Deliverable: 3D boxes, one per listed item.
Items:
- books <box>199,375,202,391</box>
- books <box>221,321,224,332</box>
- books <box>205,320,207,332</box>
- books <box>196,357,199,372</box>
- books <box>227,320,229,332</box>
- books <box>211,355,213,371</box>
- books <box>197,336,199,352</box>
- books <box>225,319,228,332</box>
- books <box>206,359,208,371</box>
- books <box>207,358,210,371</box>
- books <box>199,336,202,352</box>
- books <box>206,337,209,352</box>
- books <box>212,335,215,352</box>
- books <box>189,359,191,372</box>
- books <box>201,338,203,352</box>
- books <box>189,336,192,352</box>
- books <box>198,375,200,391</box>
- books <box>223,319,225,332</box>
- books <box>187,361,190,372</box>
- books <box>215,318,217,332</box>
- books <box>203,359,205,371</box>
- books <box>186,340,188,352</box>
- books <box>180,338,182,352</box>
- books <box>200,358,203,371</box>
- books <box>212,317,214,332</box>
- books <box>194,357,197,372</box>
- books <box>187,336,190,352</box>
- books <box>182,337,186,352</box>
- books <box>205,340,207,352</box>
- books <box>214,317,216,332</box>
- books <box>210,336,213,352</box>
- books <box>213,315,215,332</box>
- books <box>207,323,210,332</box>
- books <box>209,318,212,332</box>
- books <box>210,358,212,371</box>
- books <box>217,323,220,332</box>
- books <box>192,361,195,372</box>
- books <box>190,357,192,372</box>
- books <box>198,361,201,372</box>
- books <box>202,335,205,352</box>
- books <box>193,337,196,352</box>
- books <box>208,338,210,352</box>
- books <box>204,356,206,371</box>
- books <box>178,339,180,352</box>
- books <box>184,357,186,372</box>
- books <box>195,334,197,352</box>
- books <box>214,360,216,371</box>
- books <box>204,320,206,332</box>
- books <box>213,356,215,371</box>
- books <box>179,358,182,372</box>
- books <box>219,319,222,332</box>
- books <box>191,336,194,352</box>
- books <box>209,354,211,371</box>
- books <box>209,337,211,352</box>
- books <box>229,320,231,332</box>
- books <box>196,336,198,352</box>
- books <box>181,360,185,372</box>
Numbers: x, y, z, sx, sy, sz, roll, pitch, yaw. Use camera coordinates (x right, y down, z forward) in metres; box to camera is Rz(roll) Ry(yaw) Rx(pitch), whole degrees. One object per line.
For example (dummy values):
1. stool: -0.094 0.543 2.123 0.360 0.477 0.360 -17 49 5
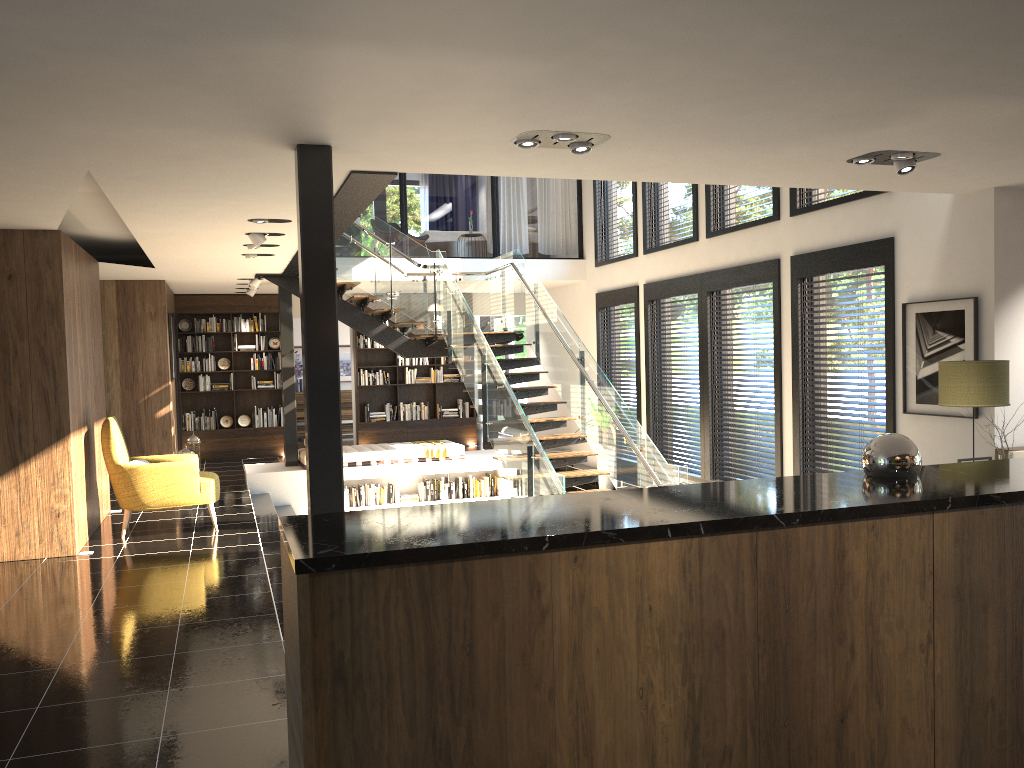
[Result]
1. books: -5.037 -0.012 14.336 0.026 0.258 0.192 -2 2 -18
2. books: -4.710 -0.929 14.428 0.029 0.172 0.187 -2 2 -18
3. books: -4.962 -0.936 14.392 0.025 0.203 0.156 -2 2 -18
4. books: -5.081 -0.319 14.329 0.026 0.237 0.164 -2 2 -18
5. books: -4.622 -0.947 14.454 0.023 0.202 0.201 -2 2 -18
6. books: -4.866 -0.338 14.403 0.021 0.260 0.197 -2 2 -18
7. books: -5.060 -0.647 14.313 0.019 0.264 0.175 -2 2 -18
8. books: -4.656 -0.951 14.457 0.039 0.212 0.172 -2 2 -18
9. books: -4.947 -0.302 14.375 0.025 0.194 0.172 -2 2 -18
10. books: -4.930 -0.313 14.405 0.027 0.214 0.159 -2 2 -18
11. books: -5.044 -0.644 14.346 0.032 0.255 0.160 -2 2 -18
12. books: -4.941 -0.641 14.387 0.028 0.240 0.148 -2 2 -18
13. books: -4.850 -0.657 14.414 0.035 0.267 0.133 -2 3 -18
14. books: -5.200 -0.301 14.334 0.018 0.208 0.126 -2 3 -18
15. books: -5.016 -0.628 14.353 0.024 0.220 0.123 -2 3 -18
16. books: -5.176 -0.645 14.282 0.022 0.267 0.197 -2 2 -18
17. books: -5.071 -0.015 14.363 0.020 0.264 0.152 -2 3 -18
18. books: -4.690 -0.950 14.454 0.027 0.212 0.180 -2 2 -18
19. books: -5.219 -0.280 14.306 0.037 0.169 0.148 -2 2 -18
20. books: -4.807 -0.957 14.417 0.020 0.235 0.206 -2 2 -18
21. books: -4.981 -0.306 14.347 0.016 0.206 0.204 -2 2 -18
22. books: -5.232 -0.611 14.270 0.025 0.204 0.192 -2 2 -18
23. books: -5.319 -0.621 14.247 0.023 0.231 0.143 -2 2 -18
24. books: -5.025 -0.311 14.369 0.053 0.216 0.151 -2 2 -18
25. books: -4.849 -0.957 14.368 0.025 0.239 0.220 -2 2 -18
26. books: -5.116 -0.317 14.339 0.036 0.235 0.169 -2 2 -18
27. books: -5.204 -0.638 14.277 0.035 0.255 0.183 -2 2 -18
28. books: -5.283 -0.635 14.279 0.066 0.255 0.127 -2 3 -18
29. books: -4.954 -0.613 14.346 0.025 0.188 0.181 -2 2 -18
30. books: -4.823 -0.961 14.401 0.020 0.245 0.228 -2 2 -18
31. books: -4.879 -0.654 14.404 0.025 0.263 0.147 -2 3 -18
32. books: -4.832 -0.977 14.372 0.012 0.278 0.228 -2 2 -18
33. books: -4.923 -0.913 14.376 0.035 0.156 0.186 -2 2 -18
34. books: -4.884 -0.951 14.369 0.039 0.230 0.205 -2 2 -18
35. books: -4.888 -0.313 14.409 0.018 0.211 0.157 -2 2 -18
36. books: -4.785 -0.916 14.449 0.040 0.149 0.125 -2 2 -18
37. books: -5.145 -0.288 14.316 0.035 0.181 0.164 -2 2 -18
38. books: -5.180 -0.315 14.333 0.019 0.236 0.139 -2 3 -18
39. books: -5.059 -0.285 14.351 0.026 0.167 0.173 -2 2 -18
40. books: -4.986 -0.655 14.346 0.033 0.273 0.189 -2 2 -18
41. books: -5.117 -0.634 14.286 0.039 0.243 0.179 -2 2 -18
42. books: -4.916 -0.636 14.382 0.014 0.230 0.172 -2 2 -18
43. books: -4.973 -0.326 14.378 0.020 0.244 0.154 -2 2 -18
44. books: -5.346 -0.613 14.257 0.023 0.215 0.148 -2 2 -18
45. books: -5.257 -0.310 14.264 0.022 0.235 0.194 -2 2 -18
46. books: -5.101 -0.658 14.322 0.015 0.288 0.154 -2 3 -18
47. books: -4.830 -0.300 14.428 0.015 0.181 0.136 -2 2 -18
48. books: -4.975 -0.939 14.370 0.014 0.212 0.184 -2 2 -18
49. books: -4.852 -0.332 14.430 0.023 0.245 0.133 -2 3 -18
50. books: -5.335 -0.303 14.275 0.030 0.224 0.165 -2 2 -18
51. books: -4.749 -0.951 14.449 0.030 0.218 0.165 -2 2 -18
52. books: -5.155 -0.642 14.294 0.027 0.261 0.181 -2 2 -18
53. books: -4.902 -0.349 14.388 0.018 0.284 0.198 -2 2 -18
54. books: -4.900 -0.643 14.392 0.024 0.243 0.144 -2 3 -18
55. books: -4.609 -0.944 14.493 0.024 0.194 0.182 -2 2 -18
56. books: -5.084 -0.643 14.325 0.018 0.256 0.172 -2 2 -18
57. books: -5.297 -0.289 14.282 0.045 0.192 0.164 -2 2 -18
